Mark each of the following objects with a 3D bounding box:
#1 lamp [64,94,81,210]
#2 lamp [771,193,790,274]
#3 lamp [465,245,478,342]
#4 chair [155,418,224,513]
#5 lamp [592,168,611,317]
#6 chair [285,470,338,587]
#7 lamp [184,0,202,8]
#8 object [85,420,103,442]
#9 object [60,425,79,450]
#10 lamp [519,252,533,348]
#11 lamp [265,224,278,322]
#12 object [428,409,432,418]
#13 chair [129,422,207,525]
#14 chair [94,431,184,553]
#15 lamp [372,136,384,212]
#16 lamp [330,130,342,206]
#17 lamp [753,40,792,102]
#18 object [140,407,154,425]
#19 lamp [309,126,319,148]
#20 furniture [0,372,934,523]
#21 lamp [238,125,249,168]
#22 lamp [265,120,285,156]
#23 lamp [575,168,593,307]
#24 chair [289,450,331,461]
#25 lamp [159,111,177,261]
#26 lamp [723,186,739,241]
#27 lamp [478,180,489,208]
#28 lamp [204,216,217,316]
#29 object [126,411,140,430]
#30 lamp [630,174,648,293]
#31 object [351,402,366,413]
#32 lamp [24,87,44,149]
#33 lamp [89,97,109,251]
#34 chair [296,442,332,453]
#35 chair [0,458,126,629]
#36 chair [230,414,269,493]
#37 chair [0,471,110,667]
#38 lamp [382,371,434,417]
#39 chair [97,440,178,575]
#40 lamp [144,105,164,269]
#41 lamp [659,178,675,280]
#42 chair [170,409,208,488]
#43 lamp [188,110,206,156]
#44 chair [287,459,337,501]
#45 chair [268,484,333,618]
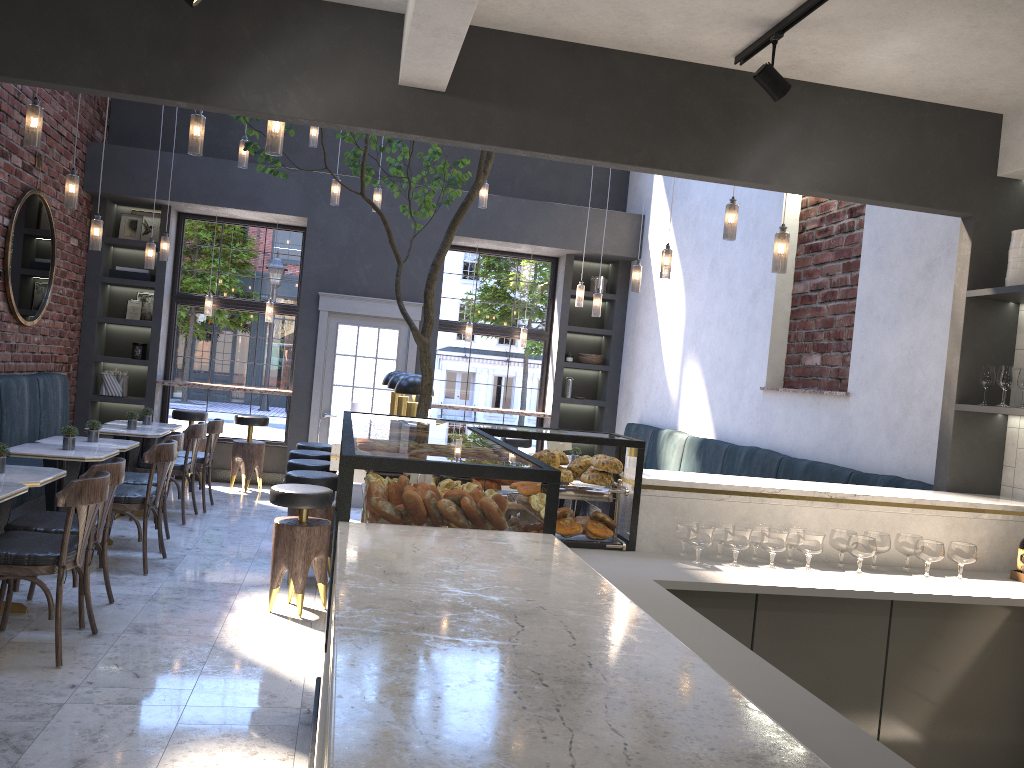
[{"bbox_3d":[-2.715,-3.197,5.796,0.078,4.106,0.078,5,1,-3],"label":"lamp"},{"bbox_3d":[1.647,-2.651,4.806,0.078,4.106,0.078,5,1,-26],"label":"lamp"},{"bbox_3d":[-0.450,-1.206,10.374,0.078,1.429,0.078,6,1,42],"label":"lamp"},{"bbox_3d":[-3.010,0.738,8.314,0.521,0.851,0.496,5,1,-12],"label":"chair"},{"bbox_3d":[0.982,-2.679,8.322,0.078,4.106,0.078,5,1,-26],"label":"lamp"},{"bbox_3d":[-1.368,0.971,5.989,0.371,0.737,0.370,6,1,17],"label":"chair"},{"bbox_3d":[-1.157,-1.461,3.136,0.157,0.238,0.087,5,1,-17],"label":"lamp"},{"bbox_3d":[-3.062,0.342,6.489,0.118,0.165,0.122,5,1,-33],"label":"object"},{"bbox_3d":[-2.954,0.357,5.917,0.118,0.165,0.122,5,1,-33],"label":"object"},{"bbox_3d":[0.193,-1.147,10.497,0.078,1.429,0.078,6,1,19],"label":"lamp"},{"bbox_3d":[-2.668,-1.409,9.951,0.078,1.429,0.078,6,1,42],"label":"lamp"},{"bbox_3d":[-0.814,0.271,8.136,0.176,0.097,0.301,5,1,-20],"label":"object"},{"bbox_3d":[-2.970,0.747,7.732,0.521,0.851,0.538,5,1,-9],"label":"chair"},{"bbox_3d":[-2.755,0.776,6.604,0.521,0.851,0.538,5,1,-17],"label":"chair"},{"bbox_3d":[-1.119,-3.707,8.516,0.078,4.106,0.078,5,1,-26],"label":"lamp"},{"bbox_3d":[-1.384,-3.634,7.830,0.078,4.106,0.078,5,1,-26],"label":"lamp"},{"bbox_3d":[1.048,-1.257,3.557,0.157,0.235,0.087,5,1,-17],"label":"lamp"},{"bbox_3d":[-3.389,0.297,8.236,0.118,0.165,0.122,5,1,-33],"label":"object"},{"bbox_3d":[-1.700,-4.298,8.386,0.078,4.106,0.078,5,1,-26],"label":"lamp"},{"bbox_3d":[-1.106,0.782,6.619,6.022,1.151,5.339,5,1,-11],"label":"furniture"},{"bbox_3d":[-2.042,-3.840,7.315,0.078,4.106,0.078,5,1,-26],"label":"lamp"},{"bbox_3d":[-0.961,-3.154,4.246,0.078,4.106,0.078,6,1,19],"label":"lamp"},{"bbox_3d":[0.872,-2.829,8.972,0.078,4.106,0.078,5,1,-26],"label":"lamp"},{"bbox_3d":[-1.688,0.930,7.345,0.370,0.737,0.371,5,1,-20],"label":"chair"},{"bbox_3d":[-3.035,-3.187,8.175,0.078,4.106,0.078,5,1,-26],"label":"lamp"},{"bbox_3d":[1.544,-2.943,5.488,0.078,4.106,0.078,5,1,-26],"label":"lamp"},{"bbox_3d":[-0.082,-3.668,8.129,0.078,4.106,0.078,5,1,-26],"label":"lamp"},{"bbox_3d":[-3.311,-1.468,9.828,0.078,1.429,0.078,6,1,19],"label":"lamp"},{"bbox_3d":[-3.282,0.311,7.665,0.118,0.165,0.122,5,1,-33],"label":"object"},{"bbox_3d":[1.200,-2.796,7.228,0.078,4.106,0.078,6,1,42],"label":"lamp"},{"bbox_3d":[-1.400,0.217,7.991,0.176,0.098,0.204,5,1,-6],"label":"object"},{"bbox_3d":[-2.360,-3.301,4.676,0.078,4.106,0.078,5,1,-26],"label":"lamp"},{"bbox_3d":[-2.851,-3.021,6.431,0.078,4.106,0.078,5,1,-3],"label":"lamp"},{"bbox_3d":[-1.799,0.913,8.046,0.371,0.737,0.370,6,1,33],"label":"chair"},{"bbox_3d":[-2.414,0.823,4.804,0.521,0.851,0.538,5,1,-9],"label":"chair"},{"bbox_3d":[-2.885,0.756,9.717,0.370,0.821,0.372,6,1,42],"label":"chair"},{"bbox_3d":[-2.249,0.843,4.247,0.521,0.851,0.538,5,1,-9],"label":"chair"},{"bbox_3d":[-0.656,-1.259,3.078,4.184,3.257,8.831,5,1,-27],"label":"lamp"},{"bbox_3d":[-2.577,0.798,5.996,0.521,0.851,0.538,5,1,-9],"label":"chair"},{"bbox_3d":[-2.941,-3.039,7.615,0.078,4.106,0.078,5,1,-26],"label":"lamp"},{"bbox_3d":[1.329,-2.826,6.567,0.078,4.106,0.078,6,1,42],"label":"lamp"},{"bbox_3d":[-3.521,0.697,9.619,0.371,0.821,0.371,6,1,42],"label":"chair"},{"bbox_3d":[-1.609,-3.348,4.999,0.078,4.106,0.078,6,1,19],"label":"lamp"},{"bbox_3d":[-1.530,0.950,6.670,0.371,0.737,0.370,6,1,33],"label":"chair"},{"bbox_3d":[-1.282,0.985,5.290,0.371,0.737,0.370,6,1,33],"label":"chair"}]
